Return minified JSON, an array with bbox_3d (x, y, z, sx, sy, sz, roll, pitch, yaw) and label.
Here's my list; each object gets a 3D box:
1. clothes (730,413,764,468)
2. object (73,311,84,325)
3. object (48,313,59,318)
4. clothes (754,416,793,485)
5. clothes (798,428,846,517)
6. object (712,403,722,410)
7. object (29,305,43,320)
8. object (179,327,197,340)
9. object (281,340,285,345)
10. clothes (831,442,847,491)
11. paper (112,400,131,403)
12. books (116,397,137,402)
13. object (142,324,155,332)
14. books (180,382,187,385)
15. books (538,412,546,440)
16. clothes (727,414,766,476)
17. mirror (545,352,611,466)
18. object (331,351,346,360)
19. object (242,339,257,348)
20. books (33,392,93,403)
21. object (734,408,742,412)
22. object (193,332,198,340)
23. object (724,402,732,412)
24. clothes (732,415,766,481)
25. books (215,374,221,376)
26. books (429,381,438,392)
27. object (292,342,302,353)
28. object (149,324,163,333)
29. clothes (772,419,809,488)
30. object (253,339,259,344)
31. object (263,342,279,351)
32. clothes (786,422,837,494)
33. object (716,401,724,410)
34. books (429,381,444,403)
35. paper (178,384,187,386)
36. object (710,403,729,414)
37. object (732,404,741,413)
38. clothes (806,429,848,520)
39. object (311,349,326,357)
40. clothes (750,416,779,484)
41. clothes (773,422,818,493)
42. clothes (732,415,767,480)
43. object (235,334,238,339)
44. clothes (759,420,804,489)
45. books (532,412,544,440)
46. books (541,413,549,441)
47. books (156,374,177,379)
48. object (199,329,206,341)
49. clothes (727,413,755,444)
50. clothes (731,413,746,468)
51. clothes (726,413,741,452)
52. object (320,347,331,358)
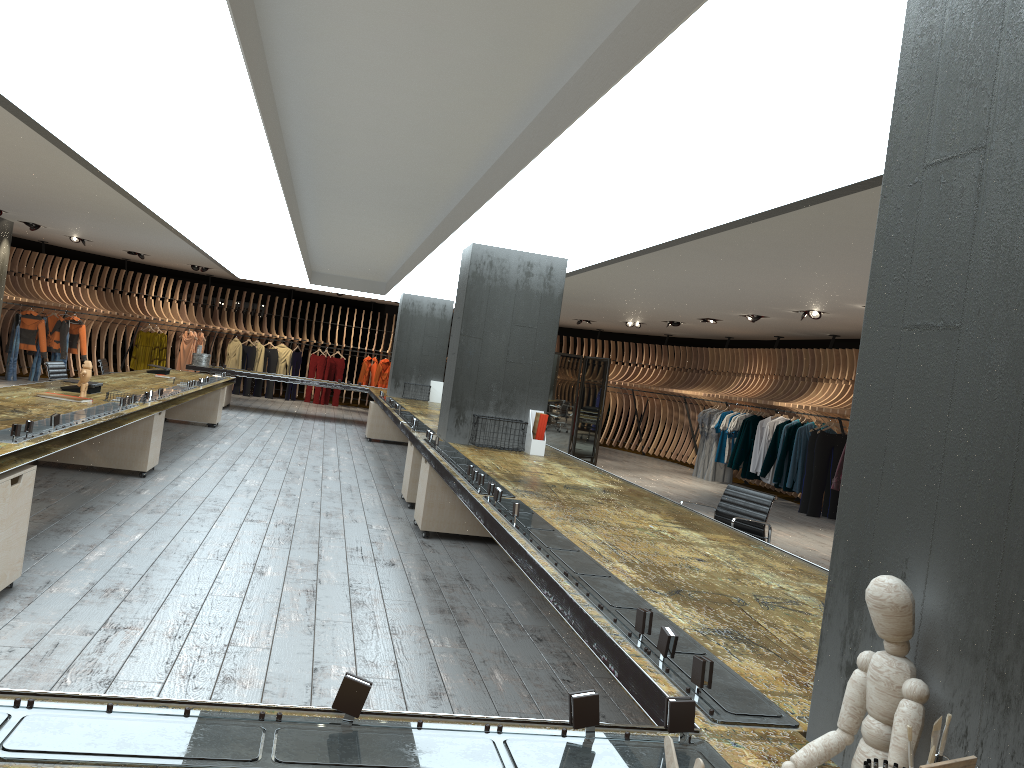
[{"bbox_3d":[4.031,0.969,15.005,0.734,0.937,0.164,8,0,-8],"label":"clothes"},{"bbox_3d":[-8.893,-1.344,18.023,0.525,0.270,0.012,8,0,18],"label":"object"},{"bbox_3d":[-9.047,-1.356,17.503,0.525,0.270,0.012,8,0,8],"label":"object"},{"bbox_3d":[4.220,1.061,14.051,0.732,1.106,0.165,8,0,-12],"label":"clothes"},{"bbox_3d":[4.485,1.340,12.798,0.539,1.353,0.087,8,0,13],"label":"clothes"},{"bbox_3d":[3.810,0.444,16.467,0.525,0.270,0.012,8,0,3],"label":"object"},{"bbox_3d":[-9.183,-1.370,16.926,0.525,0.270,0.012,8,0,3],"label":"object"},{"bbox_3d":[-7.439,-1.171,20.398,0.525,0.270,0.012,8,0,23],"label":"object"},{"bbox_3d":[-5.626,-0.936,21.724,0.525,0.270,0.012,8,0,13],"label":"object"},{"bbox_3d":[4.688,1.253,11.867,0.839,1.312,0.321,8,0,-13],"label":"clothes"},{"bbox_3d":[-3.239,0.144,7.389,0.176,0.003,0.130,8,1,-13],"label":"paper"},{"bbox_3d":[-3.218,0.131,7.395,0.155,0.025,0.110,8,1,-17],"label":"books"},{"bbox_3d":[-8.043,-1.243,19.655,0.525,0.270,0.012,8,0,18],"label":"object"},{"bbox_3d":[-3.868,0.000,10.547,0.155,0.025,0.110,8,1,-17],"label":"books"},{"bbox_3d":[0.234,0.443,7.953,0.048,0.368,0.215,8,0,-12],"label":"books"},{"bbox_3d":[4.081,1.053,14.857,0.913,1.081,0.238,8,0,-12],"label":"clothes"},{"bbox_3d":[0.686,0.392,15.287,2.114,1.892,0.442,8,0,29],"label":"mirror"},{"bbox_3d":[-4.358,-0.765,22.192,0.525,0.270,0.012,8,0,28],"label":"object"},{"bbox_3d":[-6.322,-1.026,21.314,0.525,0.270,0.012,8,0,23],"label":"object"},{"bbox_3d":[-3.494,0.105,6.908,0.366,0.026,0.213,8,1,-1],"label":"books"},{"bbox_3d":[3.969,0.485,15.586,0.523,0.288,0.015,8,0,-2],"label":"object"},{"bbox_3d":[-7.357,-1.161,20.484,0.012,0.270,0.526,8,0,-42],"label":"object"},{"bbox_3d":[3.921,0.465,16.026,0.524,0.270,0.012,8,0,-27],"label":"object"},{"bbox_3d":[4.124,1.062,14.652,0.913,1.081,0.238,8,0,-7],"label":"clothes"},{"bbox_3d":[-4.560,-0.138,13.853,0.155,0.025,0.110,8,1,-17],"label":"books"},{"bbox_3d":[-1.323,0.137,15.356,0.215,0.368,0.047,8,0,-12],"label":"books"},{"bbox_3d":[-5.284,-0.892,21.879,0.012,0.270,0.525,8,0,13],"label":"object"},{"bbox_3d":[-7.942,-1.230,19.807,0.525,0.270,0.012,8,0,18],"label":"object"},{"bbox_3d":[4.379,1.080,13.507,0.714,1.088,0.257,8,0,-16],"label":"clothes"},{"bbox_3d":[-6.161,-1.004,21.428,0.525,0.270,0.012,8,0,33],"label":"object"},{"bbox_3d":[-5.893,-0.970,21.570,0.525,0.270,0.012,8,0,13],"label":"object"},{"bbox_3d":[4.468,1.098,13.077,0.714,1.088,0.257,8,0,-6],"label":"clothes"},{"bbox_3d":[3.832,0.449,16.324,0.524,0.270,0.012,8,0,-22],"label":"object"},{"bbox_3d":[-1.308,0.140,15.287,0.215,0.368,0.073,8,0,-12],"label":"books"},{"bbox_3d":[-3.889,0.014,10.541,0.176,0.003,0.130,8,1,-13],"label":"paper"},{"bbox_3d":[3.867,0.455,16.192,0.525,0.270,0.012,8,0,3],"label":"object"},{"bbox_3d":[3.980,0.478,15.725,0.525,0.270,0.012,8,0,13],"label":"object"},{"bbox_3d":[4.505,1.345,12.606,0.539,1.353,0.087,8,0,-7],"label":"clothes"},{"bbox_3d":[-4.792,-0.824,22.069,0.525,0.270,0.012,8,0,33],"label":"object"},{"bbox_3d":[4.237,1.061,14.249,0.733,1.106,0.165,8,0,-7],"label":"clothes"},{"bbox_3d":[4.394,1.112,13.384,0.913,1.081,0.238,8,0,-12],"label":"clothes"},{"bbox_3d":[4.113,1.059,14.738,0.913,1.081,0.238,8,0,-12],"label":"clothes"},{"bbox_3d":[-6.577,-1.058,21.142,0.526,0.270,0.012,8,0,43],"label":"object"},{"bbox_3d":[4.315,1.097,13.730,0.913,1.081,0.238,8,0,-7],"label":"clothes"},{"bbox_3d":[0.213,0.440,7.948,0.048,0.368,0.215,8,0,-12],"label":"books"},{"bbox_3d":[0.255,0.446,7.957,0.048,0.368,0.215,8,0,-12],"label":"books"},{"bbox_3d":[-4.527,-0.099,11.611,0.213,0.026,0.366,8,1,-11],"label":"books"},{"bbox_3d":[-7.230,-1.145,20.586,0.526,0.270,0.012,8,0,43],"label":"object"},{"bbox_3d":[4.034,0.965,15.276,0.742,0.938,0.162,8,0,-18],"label":"clothes"},{"bbox_3d":[4.005,0.979,15.191,0.742,0.950,0.168,8,0,-28],"label":"clothes"},{"bbox_3d":[4.005,0.976,15.415,0.742,0.960,0.167,8,0,-18],"label":"clothes"},{"bbox_3d":[-4.634,-0.803,22.115,0.012,0.270,0.526,8,0,-42],"label":"object"}]
